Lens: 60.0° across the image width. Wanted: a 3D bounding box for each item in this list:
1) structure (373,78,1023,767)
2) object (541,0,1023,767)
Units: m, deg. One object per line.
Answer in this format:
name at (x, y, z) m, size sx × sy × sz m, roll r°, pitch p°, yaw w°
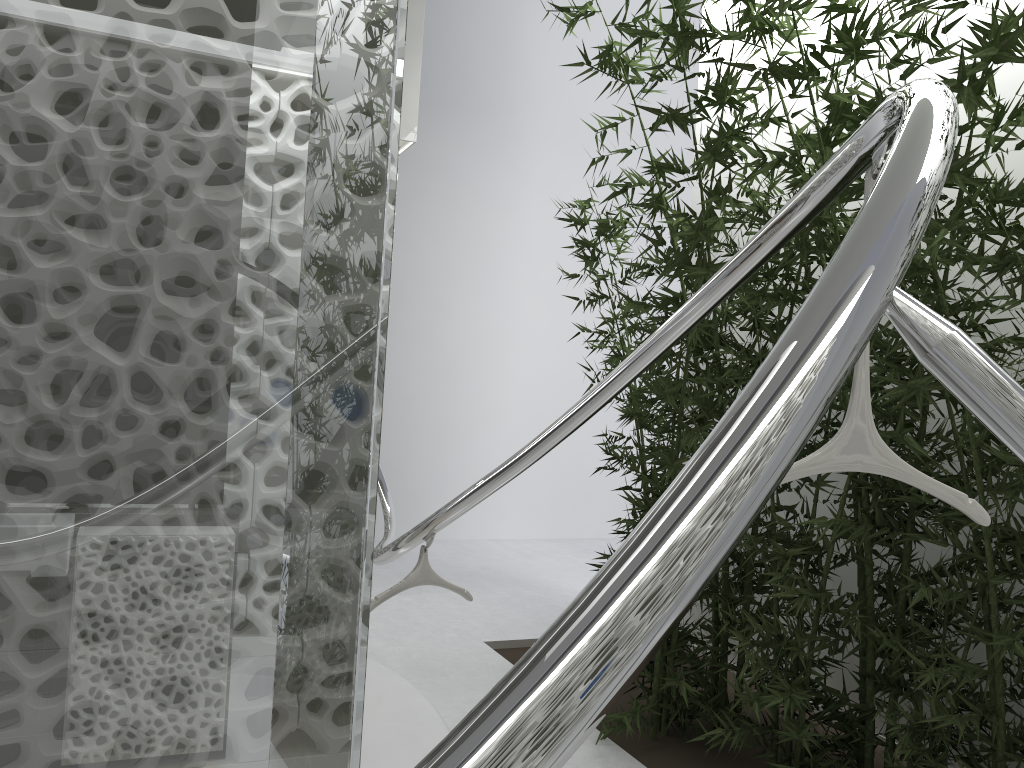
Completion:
structure at (-2.250, 0.329, 2.097) m, size 5.250 × 2.080 × 5.433 m, roll 4°, pitch -1°, yaw -28°
object at (1.215, -0.369, 3.162) m, size 4.097 × 4.038 × 4.664 m, roll 3°, pitch -1°, yaw 26°
